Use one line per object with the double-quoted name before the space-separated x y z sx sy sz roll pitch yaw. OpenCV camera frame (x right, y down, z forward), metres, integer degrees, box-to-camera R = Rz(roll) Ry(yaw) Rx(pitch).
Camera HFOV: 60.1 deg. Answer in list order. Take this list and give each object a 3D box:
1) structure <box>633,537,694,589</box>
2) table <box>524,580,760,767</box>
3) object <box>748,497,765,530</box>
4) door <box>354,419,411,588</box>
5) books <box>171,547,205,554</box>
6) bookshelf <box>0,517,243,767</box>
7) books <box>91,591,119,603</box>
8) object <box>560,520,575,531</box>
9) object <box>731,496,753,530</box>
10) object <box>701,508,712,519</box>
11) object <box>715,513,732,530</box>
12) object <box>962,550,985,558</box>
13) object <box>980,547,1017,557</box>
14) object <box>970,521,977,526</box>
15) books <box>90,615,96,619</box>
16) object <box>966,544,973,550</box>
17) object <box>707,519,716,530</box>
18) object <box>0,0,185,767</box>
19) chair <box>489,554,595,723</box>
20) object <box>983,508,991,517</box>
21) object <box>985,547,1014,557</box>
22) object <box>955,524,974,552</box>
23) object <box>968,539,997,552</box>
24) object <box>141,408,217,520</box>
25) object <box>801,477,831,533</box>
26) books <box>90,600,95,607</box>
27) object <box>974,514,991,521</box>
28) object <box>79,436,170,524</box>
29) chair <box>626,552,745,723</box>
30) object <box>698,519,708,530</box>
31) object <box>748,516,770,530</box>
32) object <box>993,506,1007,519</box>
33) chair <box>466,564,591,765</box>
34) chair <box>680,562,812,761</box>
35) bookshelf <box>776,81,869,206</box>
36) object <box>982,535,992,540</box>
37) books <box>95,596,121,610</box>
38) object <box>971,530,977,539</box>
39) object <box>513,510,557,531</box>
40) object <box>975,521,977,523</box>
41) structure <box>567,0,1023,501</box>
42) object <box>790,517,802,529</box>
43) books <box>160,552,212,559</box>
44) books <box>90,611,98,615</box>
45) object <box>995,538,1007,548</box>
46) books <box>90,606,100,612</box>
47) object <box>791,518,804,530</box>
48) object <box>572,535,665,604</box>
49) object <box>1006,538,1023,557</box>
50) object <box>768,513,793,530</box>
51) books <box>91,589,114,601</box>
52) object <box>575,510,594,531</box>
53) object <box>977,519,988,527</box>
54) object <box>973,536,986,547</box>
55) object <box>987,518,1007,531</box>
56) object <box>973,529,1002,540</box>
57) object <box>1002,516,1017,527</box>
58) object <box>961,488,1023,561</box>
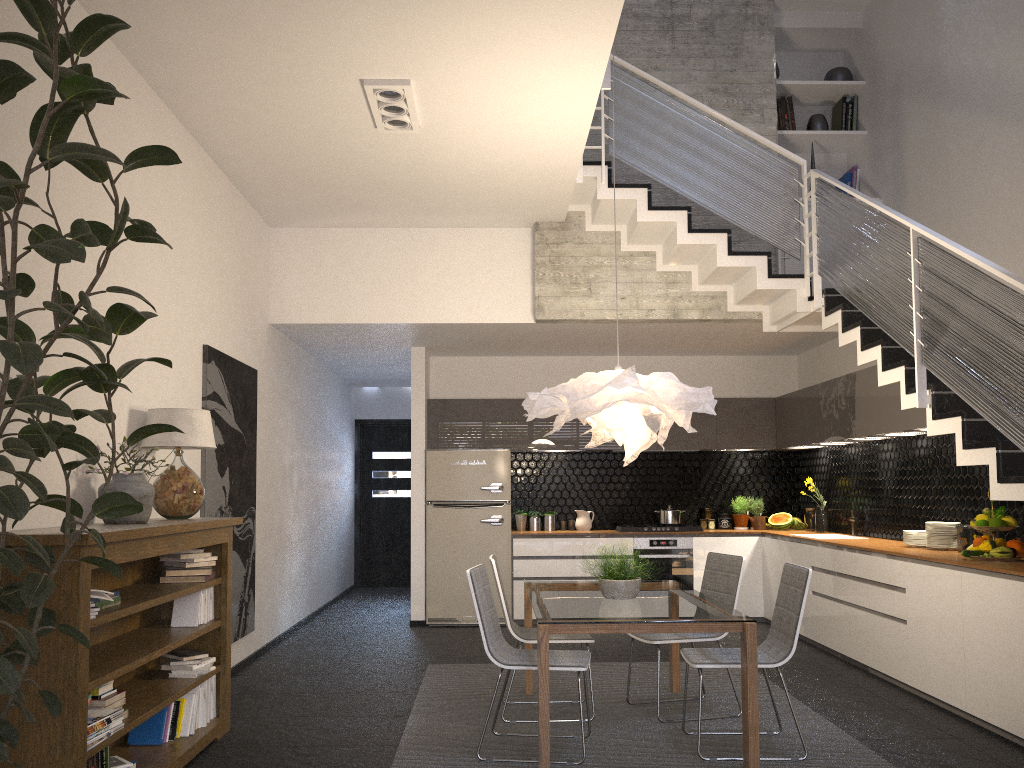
"structure" 1.480 1.831 8.935 0.587 0.586 0.587 0 -5 -1
"table" 0.599 1.541 4.898 0.997 0.711 1.808 0 -6 -1
"object" 2.541 1.321 9.200 0.169 0.378 0.184 -3 -5 36
"door" -1.595 1.633 12.128 1.108 2.306 0.161 0 -4 -1
"books" -1.764 0.895 4.760 0.205 0.022 0.155 2 -7 -16
"bookshelf" -1.722 1.223 4.010 0.451 1.167 1.928 0 -6 -1
"books" -1.732 0.866 3.597 0.166 0.023 0.228 -1 -7 3
"object" 0.575 1.471 9.222 0.160 0.110 0.078 -1 -5 4
"object" 2.399 1.336 9.215 0.245 0.352 0.235 -1 -5 3
"object" 2.030 1.352 9.245 0.083 0.113 0.083 1 -5 -21
"object" 2.207 1.433 9.246 0.141 0.173 0.142 0 -5 -1
"object" 2.739 0.993 5.185 0.239 0.048 0.062 2 -6 -20
"object" 2.817 0.986 5.125 0.229 0.076 0.070 1 -5 -10
"object" 2.718 0.824 5.205 0.048 0.041 0.045 4 -7 -40
"books" -1.740 0.880 3.386 0.253 0.011 0.320 3 -8 -28
"object" 2.912 1.019 5.454 0.189 0.083 0.198 -1 -6 8
"object" 2.084 1.464 9.247 0.083 0.113 0.083 -1 -5 9
"object" -1.439 0.046 2.648 0.908 3.187 2.019 1 -5 -23
"chair" 0.169 1.483 5.245 0.601 0.916 0.477 0 -4 -1
"object" 2.800 0.771 5.237 0.056 0.081 0.181 -3 -7 27
"object" 2.790 0.967 5.075 0.152 0.072 0.077 -5 -7 37
"object" 3.008 1.013 5.810 0.172 0.184 0.172 4 -7 -42
"object" 2.750 0.946 5.182 0.154 0.076 0.079 -4 -7 33
"object" -1.785 0.432 4.739 0.390 0.580 0.391 3 -6 -32
"object" 2.954 1.169 8.594 0.257 0.540 0.429 -2 -5 22
"books" -1.747 0.838 3.386 0.253 0.011 0.319 3 -8 -29
"object" 2.774 0.795 5.216 0.068 0.058 0.071 0 -6 -2
"object" -1.795 0.443 4.116 0.386 0.411 0.276 2 -5 -23
"chair" 1.034 1.480 5.264 0.601 0.916 0.477 1 -5 -15
"object" 1.996 1.465 9.249 0.083 0.113 0.083 0 -5 -1
"object" 2.537 1.427 9.081 0.210 0.140 0.124 -4 -6 33
"object" 2.850 0.765 5.207 0.067 0.100 0.212 -2 -6 14
"chair" 0.090 1.396 4.509 0.601 0.916 0.477 -1 -4 8
"chair" 1.193 1.390 4.521 0.601 0.916 0.477 0 -4 1
"bookshelf" 2.586 -2.061 7.882 0.973 1.102 0.444 0 -4 -1
"object" 2.813 0.930 5.286 0.059 0.055 0.127 0 -6 0
"books" -1.737 0.896 3.603 0.179 0.034 0.244 -1 -7 2
"object" 2.824 0.939 5.312 0.126 0.120 0.061 -4 -5 31
"object" 0.240 1.414 9.180 0.482 0.220 0.173 0 -5 -4
"object" 2.786 0.831 5.262 0.065 0.059 0.063 0 -5 -5
"structure" 1.024 -2.120 6.132 4.234 8.276 8.498 0 -5 -1
"object" 2.954 1.450 9.225 0.132 0.119 0.204 -2 -6 19
"books" -1.756 0.918 4.759 0.243 0.023 0.175 -7 -9 43
"books" -1.746 0.871 3.395 0.253 0.011 0.319 4 -8 -31
"object" 2.879 0.951 5.230 0.088 0.078 0.089 -4 -7 34
"books" -1.755 0.862 3.411 0.253 0.011 0.319 4 -8 -34
"object" 2.941 1.426 9.049 0.149 0.126 0.225 -5 -7 39
"object" 0.580 1.019 4.919 0.531 0.366 0.671 0 -6 -6
"object" 2.948 0.955 5.180 0.111 0.110 0.113 2 -6 -25
"object" 2.728 1.398 9.001 0.236 0.174 0.218 -3 -6 27
"books" -1.766 0.810 3.441 0.322 0.108 0.274 -5 -8 33
"object" 0.752 1.416 9.195 0.190 0.214 0.172 -1 -5 12
"object" 2.737 0.814 5.152 0.060 0.054 0.059 -4 -6 33
"object" 2.761 0.939 5.213 0.087 0.092 0.086 -1 -5 3
"object" 2.809 0.815 5.131 0.101 0.078 0.096 0 -6 -6
"object" 3.028 0.991 5.629 0.172 0.184 0.173 2 -6 -24
"object" 2.885 0.799 5.137 0.079 0.069 0.059 -3 -6 27
"object" 2.822 0.819 5.193 0.352 0.424 0.353 0 -5 -7
